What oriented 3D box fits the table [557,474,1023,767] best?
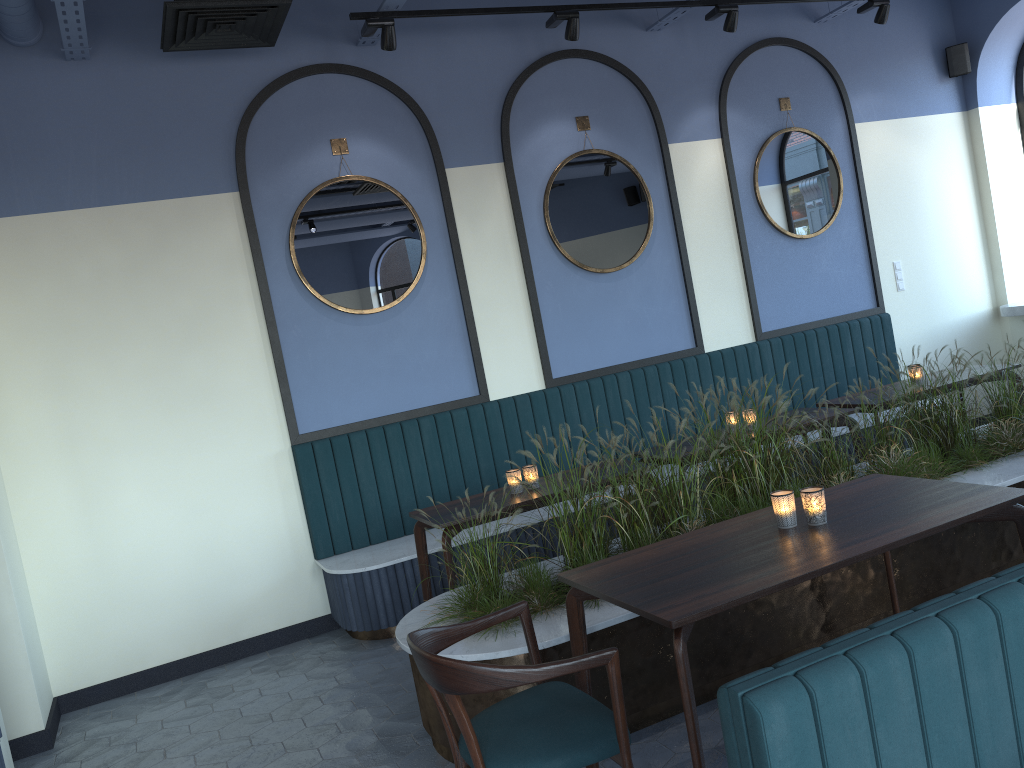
[{"bbox_3d":[0.719,1.057,0.880,9.778,0.755,3.997,-14,5,-39],"label":"table"}]

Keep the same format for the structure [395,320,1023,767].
[{"bbox_3d":[1.729,0.404,4.424,4.878,1.207,1.143,-12,4,-21],"label":"structure"}]

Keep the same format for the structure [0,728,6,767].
[{"bbox_3d":[-3.158,0.232,1.042,3.653,3.800,3.220,-12,4,-23],"label":"structure"}]

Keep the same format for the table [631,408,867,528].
[{"bbox_3d":[1.425,0.643,5.183,1.332,0.755,0.548,-12,4,-23],"label":"table"}]

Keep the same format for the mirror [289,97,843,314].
[{"bbox_3d":[0.615,-1.316,6.143,4.357,1.089,0.026,-12,4,-23],"label":"mirror"}]

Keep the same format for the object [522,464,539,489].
[{"bbox_3d":[0.101,0.485,4.630,0.078,0.120,0.078,-11,4,-6],"label":"object"}]

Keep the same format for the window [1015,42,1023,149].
[{"bbox_3d":[2.983,-1.197,0.538,3.897,2.394,14.212,-9,4,28],"label":"window"}]

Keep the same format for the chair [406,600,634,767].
[{"bbox_3d":[0.035,1.059,2.576,0.525,0.793,0.618,-12,4,-23],"label":"chair"}]

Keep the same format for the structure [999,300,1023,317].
[{"bbox_3d":[3.011,0.038,0.704,4.315,0.080,14.155,-9,4,28],"label":"structure"}]

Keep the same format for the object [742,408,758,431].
[{"bbox_3d":[1.384,0.207,5.152,0.078,0.120,0.078,-14,5,-40],"label":"object"}]

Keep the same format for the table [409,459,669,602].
[{"bbox_3d":[0.183,0.914,4.648,1.285,0.755,0.548,-12,4,-23],"label":"table"}]

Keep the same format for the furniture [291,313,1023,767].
[{"bbox_3d":[1.867,0.427,4.112,4.800,1.150,4.703,-12,4,-23],"label":"furniture"}]

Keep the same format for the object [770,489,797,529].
[{"bbox_3d":[0.935,0.430,3.039,0.078,0.120,0.078,-14,5,-40],"label":"object"}]

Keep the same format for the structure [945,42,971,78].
[{"bbox_3d":[-0.203,-1.620,2.232,13.143,0.268,7.261,-14,5,-39],"label":"structure"}]

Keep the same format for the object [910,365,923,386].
[{"bbox_3d":[2.574,-0.052,5.636,0.078,0.120,0.078,-14,5,-40],"label":"object"}]

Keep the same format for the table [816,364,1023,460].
[{"bbox_3d":[2.685,0.367,5.724,1.332,0.755,0.548,-12,4,-23],"label":"table"}]

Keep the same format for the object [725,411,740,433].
[{"bbox_3d":[1.293,0.222,5.184,0.078,0.120,0.078,-14,5,-40],"label":"object"}]

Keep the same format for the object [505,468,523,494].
[{"bbox_3d":[0.015,0.504,4.587,0.078,0.120,0.078,-11,4,-6],"label":"object"}]

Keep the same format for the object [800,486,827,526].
[{"bbox_3d":[1.026,0.414,3.007,0.078,0.120,0.078,-14,5,-40],"label":"object"}]

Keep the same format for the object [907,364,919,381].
[{"bbox_3d":[2.604,-0.063,5.728,0.078,0.120,0.078,-14,5,-40],"label":"object"}]
